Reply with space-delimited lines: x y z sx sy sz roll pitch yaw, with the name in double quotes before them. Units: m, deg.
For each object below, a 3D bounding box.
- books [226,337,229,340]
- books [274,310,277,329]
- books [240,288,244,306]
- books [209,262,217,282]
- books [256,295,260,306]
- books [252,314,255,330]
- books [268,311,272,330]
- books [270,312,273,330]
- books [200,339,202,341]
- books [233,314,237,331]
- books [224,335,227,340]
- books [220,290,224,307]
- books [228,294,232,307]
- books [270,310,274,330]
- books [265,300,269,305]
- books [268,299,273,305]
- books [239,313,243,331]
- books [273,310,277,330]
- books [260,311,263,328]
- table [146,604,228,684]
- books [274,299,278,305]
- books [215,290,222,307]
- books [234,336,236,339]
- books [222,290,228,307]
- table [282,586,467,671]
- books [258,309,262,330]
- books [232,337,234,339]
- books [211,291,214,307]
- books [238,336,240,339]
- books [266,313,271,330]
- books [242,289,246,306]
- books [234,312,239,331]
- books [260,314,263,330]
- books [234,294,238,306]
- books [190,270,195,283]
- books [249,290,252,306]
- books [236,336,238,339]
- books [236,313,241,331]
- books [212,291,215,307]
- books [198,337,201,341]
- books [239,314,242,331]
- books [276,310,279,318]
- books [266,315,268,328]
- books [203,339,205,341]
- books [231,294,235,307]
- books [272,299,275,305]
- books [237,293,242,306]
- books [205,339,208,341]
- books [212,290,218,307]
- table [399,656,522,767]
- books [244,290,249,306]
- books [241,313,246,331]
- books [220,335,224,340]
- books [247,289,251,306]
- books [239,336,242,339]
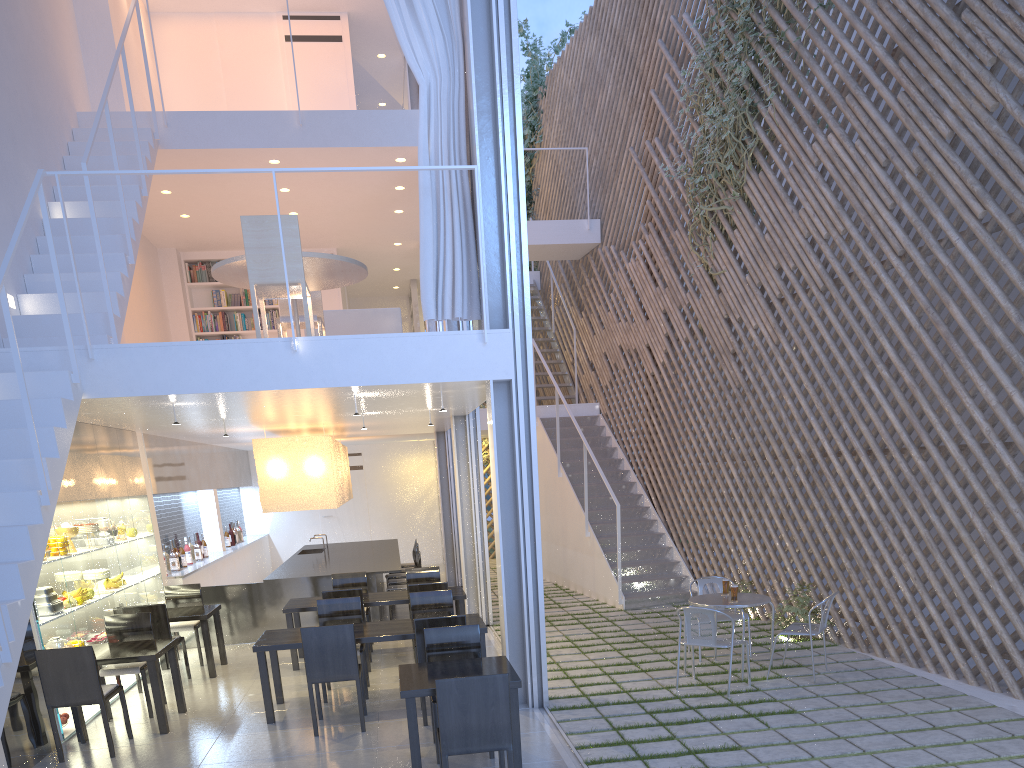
"books" -2.154 -0.281 6.257 0.015 0.150 0.074 -5 11 -9
"books" -1.787 -0.479 6.251 0.011 0.153 0.081 -5 11 -9
"books" -2.023 -0.646 6.184 0.015 0.150 0.074 -5 11 -9
"books" -2.217 -0.818 6.108 0.024 0.153 0.078 -5 11 -9
"books" -1.889 -0.017 4.724 0.034 1.705 3.466 -3 -2 0
"books" -1.941 -0.461 6.233 0.021 0.130 0.087 -5 9 -9
"books" -1.828 -0.472 6.243 0.008 0.142 0.090 -5 9 -9
"books" -1.821 -0.469 6.245 0.005 0.136 0.090 -5 9 -9
"books" -2.336 -0.266 6.229 0.015 0.136 0.089 -5 9 -9
"books" -2.083 -0.454 6.214 0.006 0.130 0.090 -5 8 -9
"books" -2.167 -0.286 6.252 0.011 0.162 0.077 -5 11 -9
"books" -2.032 -0.015 4.707 0.037 1.701 3.440 -4 -1 -3
"books" -2.115 -0.619 6.187 0.040 0.107 0.059 -5 10 -8
"books" -1.814 -0.478 6.246 0.009 0.154 0.084 -5 10 -9
"books" -1.880 -0.016 4.723 0.037 1.708 3.489 -2 -1 2
"books" -1.866 -0.020 4.741 0.045 1.697 3.457 -2 -1 3
"books" -2.039 -0.459 6.218 0.007 0.136 0.090 -5 9 -9
"books" -1.797 -0.476 6.249 0.010 0.149 0.084 -5 10 -9
"books" -1.889 -0.478 6.239 0.011 0.162 0.077 -5 11 -9
"table" -1.685 1.327 4.214 0.358 0.350 0.336 -4 5 -8
"books" -1.839 -0.018 4.736 0.038 1.706 3.480 -2 -1 3
"books" -2.041 0.002 4.700 0.039 1.731 3.461 -4 -1 -4
"books" -2.093 -0.286 6.259 0.009 0.154 0.084 -5 10 -9
"books" -2.042 0.006 4.718 0.030 1.736 3.431 -4 -1 -3
"table" -0.700 1.281 4.334 0.913 0.350 0.336 -3 5 -7
"books" -1.909 -0.477 6.235 0.015 0.161 0.082 -5 11 -9
"books" -2.107 -0.280 6.256 0.008 0.142 0.090 -5 9 -9
"books" -2.080 -0.004 4.706 0.080 1.707 3.433 -5 -1 -6
"books" -2.065 -0.287 6.264 0.011 0.153 0.081 -5 11 -9
"books" -1.842 -0.464 6.248 0.018 0.128 0.080 -5 9 -9
"books" -1.947 -0.016 4.700 0.124 1.705 3.487 -3 -2 -1
"books" -2.074 -0.464 6.216 0.015 0.150 0.083 -5 10 -9
"books" -1.897 -0.461 6.244 0.006 0.127 0.076 -5 10 -9
"books" -2.073 -0.621 6.192 0.040 0.107 0.059 -5 10 -8
"books" -2.363 -0.787 6.106 0.021 0.104 0.059 -5 10 -9
"books" -1.926 -0.009 4.749 0.023 1.759 3.402 -3 -1 0
"books" -2.076 -0.284 6.262 0.010 0.149 0.084 -5 10 -9
"books" -2.058 -0.458 6.216 0.015 0.136 0.089 -5 9 -9
"books" -2.065 0.000 4.710 0.040 1.734 3.413 -4 -1 -5
"books" -2.352 -0.272 6.229 0.015 0.150 0.083 -5 10 -9
"books" -2.047 -0.455 6.221 0.006 0.128 0.085 -5 9 -9
"books" -1.772 -0.479 6.254 0.020 0.153 0.078 -5 11 -9
"books" -1.859 -0.465 6.242 0.015 0.131 0.087 -5 9 -9
"books" -2.317 -0.267 6.231 0.007 0.136 0.090 -5 9 -9
"books" -2.094 -0.621 6.187 0.040 0.107 0.059 -5 10 -8
"books" -1.859 -0.007 4.736 0.037 1.734 3.480 -2 -1 3
"books" -2.051 -0.623 6.194 0.040 0.107 0.059 -5 10 -8
"books" -2.305 -0.267 6.245 0.021 0.138 0.066 -5 11 -9
"books" -2.046 -0.012 4.722 0.027 1.697 3.405 -4 -1 -5
"table" -0.165 1.077 2.631 0.358 0.350 0.336 -4 5 -8
"books" -1.956 0.004 4.745 0.030 1.733 3.410 -3 -1 0
"books" -2.027 -0.459 6.232 0.021 0.138 0.066 -5 11 -9
"books" -2.187 -0.285 6.248 0.015 0.161 0.082 -5 11 -9
"books" -1.974 -0.654 6.187 0.011 0.162 0.077 -5 11 -9
"books" -2.050 -0.287 6.267 0.020 0.153 0.078 -5 11 -9
